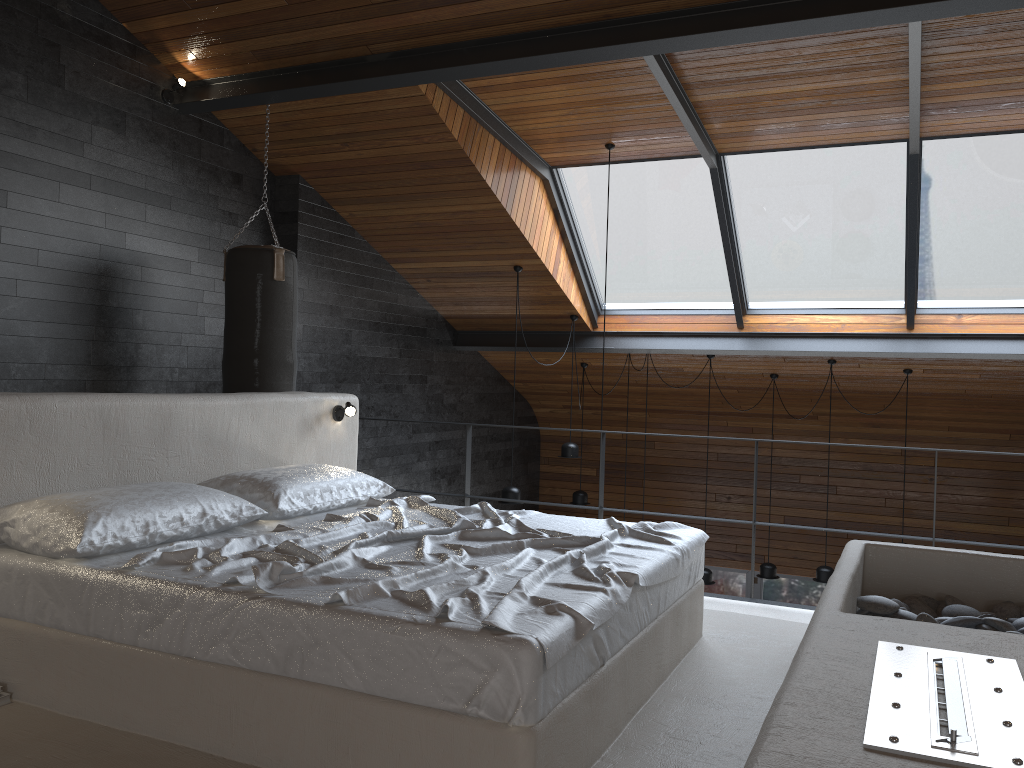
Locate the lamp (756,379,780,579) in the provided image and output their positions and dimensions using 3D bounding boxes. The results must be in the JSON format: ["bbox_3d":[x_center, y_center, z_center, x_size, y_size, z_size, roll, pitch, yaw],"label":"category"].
[{"bbox_3d":[2.394,0.780,8.188,0.210,2.003,0.210,2,0,-28],"label":"lamp"}]

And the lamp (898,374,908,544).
[{"bbox_3d":[3.352,0.701,7.566,0.210,1.565,0.210,2,0,-28],"label":"lamp"}]

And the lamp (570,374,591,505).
[{"bbox_3d":[0.694,0.502,8.795,0.210,1.369,0.210,2,0,-28],"label":"lamp"}]

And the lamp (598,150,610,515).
[{"bbox_3d":[0.657,-0.094,6.393,0.210,3.209,0.210,1,0,-43],"label":"lamp"}]

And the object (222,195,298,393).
[{"bbox_3d":[-1.511,-0.335,5.358,0.442,1.603,0.445,1,0,-38],"label":"object"}]

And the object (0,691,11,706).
[{"bbox_3d":[-1.614,0.927,2.535,0.176,0.028,0.269,2,0,25],"label":"object"}]

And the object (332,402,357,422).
[{"bbox_3d":[-0.864,0.143,4.535,0.085,0.106,0.165,1,0,-38],"label":"object"}]

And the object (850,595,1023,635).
[{"bbox_3d":[1.937,0.867,2.697,1.842,0.246,1.435,2,0,24],"label":"object"}]

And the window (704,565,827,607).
[{"bbox_3d":[3.586,2.753,9.592,5.936,1.522,0.101,2,0,25],"label":"window"}]

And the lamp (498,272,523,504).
[{"bbox_3d":[0.019,0.022,7.092,0.210,1.854,0.210,2,0,-28],"label":"lamp"}]

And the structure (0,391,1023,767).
[{"bbox_3d":[0.490,0.656,2.747,4.614,1.120,2.634,2,0,24],"label":"structure"}]

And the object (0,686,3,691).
[{"bbox_3d":[-1.614,0.894,2.548,0.161,0.015,0.206,2,0,25],"label":"object"}]

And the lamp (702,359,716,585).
[{"bbox_3d":[1.765,0.778,8.023,0.210,2.034,0.210,2,0,-28],"label":"lamp"}]

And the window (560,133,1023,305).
[{"bbox_3d":[2.333,-1.180,6.742,3.818,1.031,1.213,2,0,25],"label":"window"}]

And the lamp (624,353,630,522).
[{"bbox_3d":[1.052,0.681,8.169,0.210,2.036,0.210,2,0,-28],"label":"lamp"}]

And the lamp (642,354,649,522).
[{"bbox_3d":[1.186,0.758,7.931,0.210,2.273,0.210,2,0,-28],"label":"lamp"}]

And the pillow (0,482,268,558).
[{"bbox_3d":[-1.317,0.444,3.055,0.502,0.176,0.837,2,0,25],"label":"pillow"}]

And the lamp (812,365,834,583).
[{"bbox_3d":[2.739,0.748,7.673,0.210,1.911,0.210,2,0,-28],"label":"lamp"}]

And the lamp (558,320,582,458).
[{"bbox_3d":[0.524,0.038,7.771,0.210,1.206,0.210,2,0,-28],"label":"lamp"}]

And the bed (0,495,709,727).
[{"bbox_3d":[-0.464,0.733,3.184,2.011,0.485,1.826,2,0,24],"label":"bed"}]

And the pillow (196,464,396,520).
[{"bbox_3d":[-0.945,0.452,3.870,0.509,0.173,0.842,2,0,25],"label":"pillow"}]
